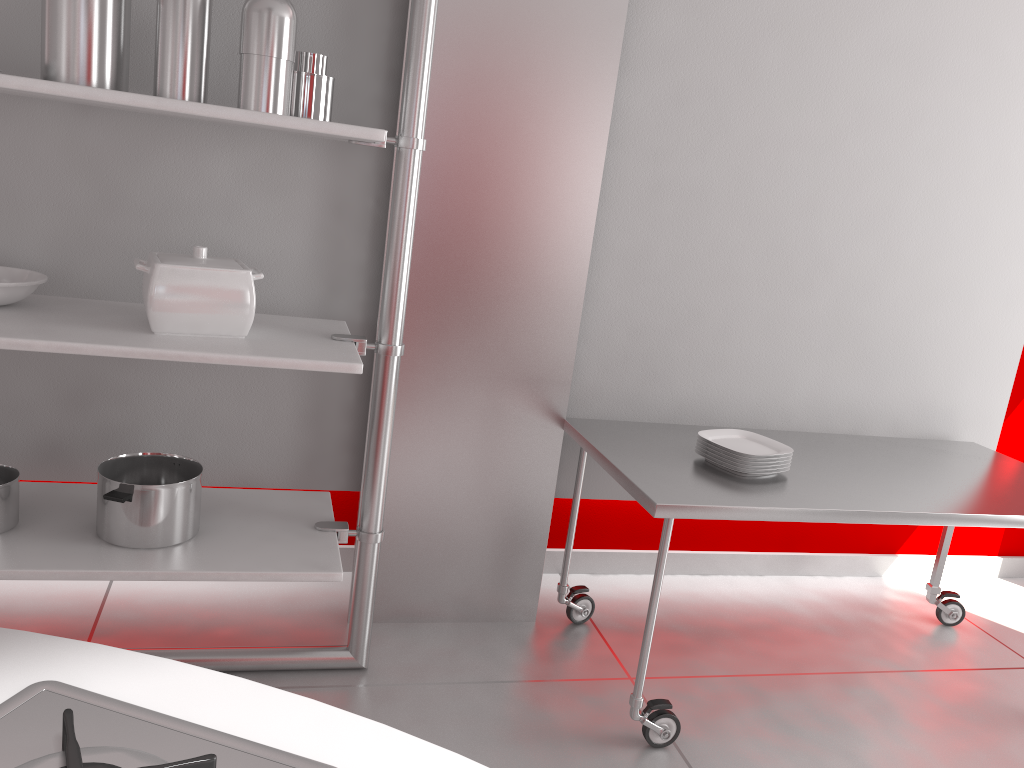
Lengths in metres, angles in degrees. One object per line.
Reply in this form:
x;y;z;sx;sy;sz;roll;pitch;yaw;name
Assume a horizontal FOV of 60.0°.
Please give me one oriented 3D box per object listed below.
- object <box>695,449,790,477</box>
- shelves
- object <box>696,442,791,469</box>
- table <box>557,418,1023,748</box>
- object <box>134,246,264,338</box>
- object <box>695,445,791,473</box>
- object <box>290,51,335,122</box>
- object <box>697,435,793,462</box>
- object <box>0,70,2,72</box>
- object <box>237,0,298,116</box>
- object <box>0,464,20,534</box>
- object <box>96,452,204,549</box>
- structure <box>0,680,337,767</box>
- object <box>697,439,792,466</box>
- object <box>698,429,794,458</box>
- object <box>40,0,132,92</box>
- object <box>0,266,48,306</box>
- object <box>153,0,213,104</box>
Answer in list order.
0.635;0.218;2.458;0.228;0.020;0.228;-1;15;-34;object
-1.058;-0.525;1.954;1.735;2.599;0.535;4;13;-16;shelves
0.638;0.198;2.453;0.228;0.020;0.228;-1;15;-34;object
0.975;0.574;2.688;1.627;0.682;0.749;4;13;-15;table
-0.746;-0.228;2.108;0.282;0.197;0.235;1;14;-26;object
0.636;0.208;2.456;0.228;0.020;0.228;-1;15;-34;object
-0.486;-0.700;2.103;0.127;0.157;0.127;6;13;-6;object
0.640;0.178;2.449;0.228;0.020;0.228;-1;15;-34;object
-1.174;-0.640;1.760;0.280;0.015;0.280;11;13;13;object
-0.520;-0.716;1.890;0.115;0.274;0.115;2;14;-23;object
-1.261;0.272;2.085;0.196;0.122;0.182;15;15;31;object
-0.887;0.282;2.174;0.240;0.161;0.259;-1;15;-32;object
-0.329;0.313;0.531;0.303;0.037;0.457;11;13;13;structure
0.639;0.188;2.451;0.228;0.020;0.228;-1;15;-34;object
0.642;0.168;2.447;0.228;0.020;0.228;-1;15;-34;object
-0.909;-0.732;1.880;0.184;0.205;0.172;5;13;-11;object
-1.239;-0.224;2.074;0.272;0.072;0.272;17;16;37;object
-0.696;-0.766;1.881;0.109;0.329;0.110;3;13;-18;object
